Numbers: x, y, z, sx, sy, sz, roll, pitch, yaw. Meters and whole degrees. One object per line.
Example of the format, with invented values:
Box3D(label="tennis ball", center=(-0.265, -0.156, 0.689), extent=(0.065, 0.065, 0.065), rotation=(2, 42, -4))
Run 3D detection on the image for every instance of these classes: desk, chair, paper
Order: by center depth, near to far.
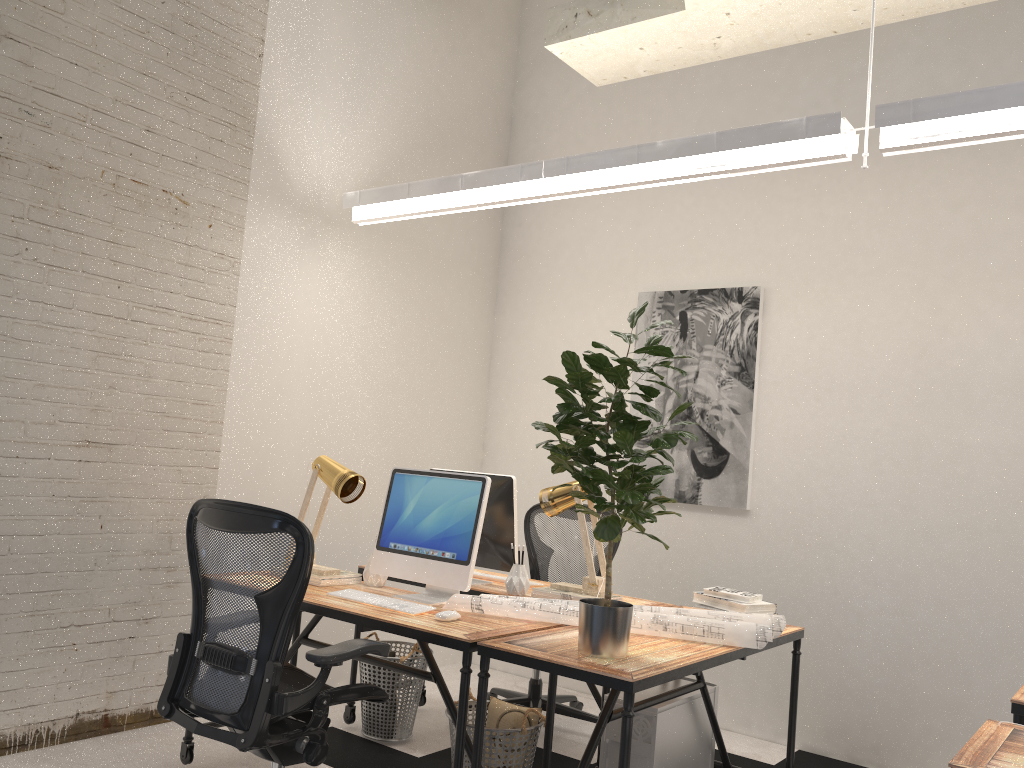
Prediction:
Box3D(label="desk", center=(1.613, 1.212, 1.667), extent=(1.400, 0.724, 0.530), rotation=(1, -6, 37))
Box3D(label="desk", center=(2.119, 1.315, 2.339), extent=(1.400, 0.724, 0.530), rotation=(1, -6, 37))
Box3D(label="chair", center=(-0.745, 0.916, 2.819), extent=(0.770, 1.084, 0.793), rotation=(3, -5, 20))
Box3D(label="paper", center=(0.302, 0.793, 3.009), extent=(1.134, 0.082, 0.083), rotation=(4, -5, 11))
Box3D(label="desk", center=(0.485, 1.215, 3.011), extent=(0.529, 0.724, 1.403), rotation=(1, -6, 37))
Box3D(label="paper", center=(0.402, 0.813, 3.142), extent=(1.134, 0.082, 0.083), rotation=(5, -5, 1))
Box3D(label="desk", center=(-0.551, 1.149, 3.250), extent=(1.400, 0.724, 0.530), rotation=(1, -6, 37))
Box3D(label="desk", center=(-0.045, 1.252, 3.923), extent=(1.400, 0.724, 0.530), rotation=(1, -6, 37))
Box3D(label="chair", center=(0.179, 1.133, 4.380), extent=(0.770, 1.084, 0.793), rotation=(3, -5, 20))

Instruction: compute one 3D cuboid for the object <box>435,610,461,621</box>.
Box3D(label="object", center=(-0.211, 0.772, 2.961), extent=(0.059, 0.029, 0.106), rotation=(1, -6, 38))

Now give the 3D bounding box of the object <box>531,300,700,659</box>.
Box3D(label="object", center=(0.287, 0.263, 2.666), extent=(0.513, 1.076, 0.439), rotation=(3, -5, 27))

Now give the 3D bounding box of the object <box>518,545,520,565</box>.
Box3D(label="object", center=(0.029, 0.764, 3.645), extent=(0.008, 0.207, 0.054), rotation=(3, -5, 24))

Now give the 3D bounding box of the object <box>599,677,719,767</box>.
Box3D(label="object", center=(0.564, 1.393, 3.370), extent=(0.221, 0.454, 0.544), rotation=(2, -6, 37))

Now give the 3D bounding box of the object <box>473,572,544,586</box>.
Box3D(label="object", center=(-0.064, 0.889, 4.065), extent=(0.439, 0.017, 0.119), rotation=(1, -6, 37))

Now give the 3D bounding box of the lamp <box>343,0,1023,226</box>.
Box3D(label="lamp", center=(2.277, -2.114, 2.309), extent=(7.300, 2.861, 0.226), rotation=(1, -6, 37))

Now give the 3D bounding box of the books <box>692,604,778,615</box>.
Box3D(label="books", center=(0.857, 0.894, 3.415), extent=(0.271, 0.050, 0.200), rotation=(1, -6, 34))

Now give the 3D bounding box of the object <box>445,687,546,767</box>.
Box3D(label="object", center=(-0.075, 1.325, 3.123), extent=(0.358, 0.434, 0.353), rotation=(2, -5, 33))

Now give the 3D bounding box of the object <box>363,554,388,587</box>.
Box3D(label="object", center=(-0.549, 0.751, 3.578), extent=(0.101, 0.126, 0.101), rotation=(5, -5, -8))

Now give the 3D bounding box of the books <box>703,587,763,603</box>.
Box3D(label="books", center=(0.855, 0.816, 3.436), extent=(0.185, 0.030, 0.153), rotation=(1, -6, 35))

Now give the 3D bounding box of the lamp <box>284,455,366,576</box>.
Box3D(label="lamp", center=(-0.753, 0.524, 3.574), extent=(0.344, 0.469, 0.126), rotation=(1, -5, 37))

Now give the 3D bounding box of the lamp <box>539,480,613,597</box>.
Box3D(label="lamp", center=(0.263, 0.620, 3.691), extent=(0.344, 0.469, 0.126), rotation=(1, -5, 37))

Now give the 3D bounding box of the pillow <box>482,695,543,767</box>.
Box3D(label="pillow", center=(-0.025, 1.348, 3.182), extent=(0.239, 0.406, 0.120), rotation=(1, -5, 37))

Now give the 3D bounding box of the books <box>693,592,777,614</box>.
Box3D(label="books", center=(0.862, 0.849, 3.445), extent=(0.193, 0.044, 0.257), rotation=(8, -6, -36))

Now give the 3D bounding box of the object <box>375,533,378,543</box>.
Box3D(label="object", center=(-0.558, 0.709, 3.589), extent=(0.008, 0.207, 0.054), rotation=(5, -4, 2))

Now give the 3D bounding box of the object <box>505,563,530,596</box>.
Box3D(label="object", center=(0.024, 0.806, 3.657), extent=(0.101, 0.126, 0.101), rotation=(5, -5, -8))

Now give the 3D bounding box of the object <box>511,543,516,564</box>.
Box3D(label="object", center=(0.013, 0.763, 3.662), extent=(0.054, 0.207, 0.008), rotation=(3, -4, 20))

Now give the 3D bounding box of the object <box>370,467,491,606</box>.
Box3D(label="object", center=(-0.299, 0.571, 3.341), extent=(0.483, 0.485, 0.190), rotation=(1, -6, 37))

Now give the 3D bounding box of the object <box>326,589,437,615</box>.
Box3D(label="object", center=(-0.470, 0.775, 3.162), extent=(0.439, 0.017, 0.119), rotation=(1, -6, 37))

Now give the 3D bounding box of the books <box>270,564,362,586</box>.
Box3D(label="books", center=(-0.798, 0.776, 3.609), extent=(0.308, 0.038, 0.226), rotation=(1, -6, 37))

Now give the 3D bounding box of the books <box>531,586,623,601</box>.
Box3D(label="books", center=(0.266, 0.866, 3.620), extent=(0.308, 0.038, 0.226), rotation=(1, -6, 37))

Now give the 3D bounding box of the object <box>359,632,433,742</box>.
Box3D(label="object", center=(-0.546, 1.366, 4.028), extent=(0.358, 0.434, 0.353), rotation=(2, -5, 33))

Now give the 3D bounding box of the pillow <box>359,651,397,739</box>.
Box3D(label="pillow", center=(-0.597, 1.369, 3.967), extent=(0.239, 0.406, 0.120), rotation=(1, -5, 37))

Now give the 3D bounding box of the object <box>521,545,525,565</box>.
Box3D(label="object", center=(0.040, 0.765, 3.652), extent=(0.008, 0.207, 0.054), rotation=(5, -4, 2))

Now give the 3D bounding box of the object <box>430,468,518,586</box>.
Box3D(label="object", center=(-0.196, 0.631, 3.920), extent=(0.483, 0.485, 0.190), rotation=(1, -6, 37))

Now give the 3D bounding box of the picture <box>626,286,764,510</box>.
Box3D(label="picture", center=(0.991, 0.065, 4.894), extent=(0.731, 1.182, 0.049), rotation=(2, -5, 37))
